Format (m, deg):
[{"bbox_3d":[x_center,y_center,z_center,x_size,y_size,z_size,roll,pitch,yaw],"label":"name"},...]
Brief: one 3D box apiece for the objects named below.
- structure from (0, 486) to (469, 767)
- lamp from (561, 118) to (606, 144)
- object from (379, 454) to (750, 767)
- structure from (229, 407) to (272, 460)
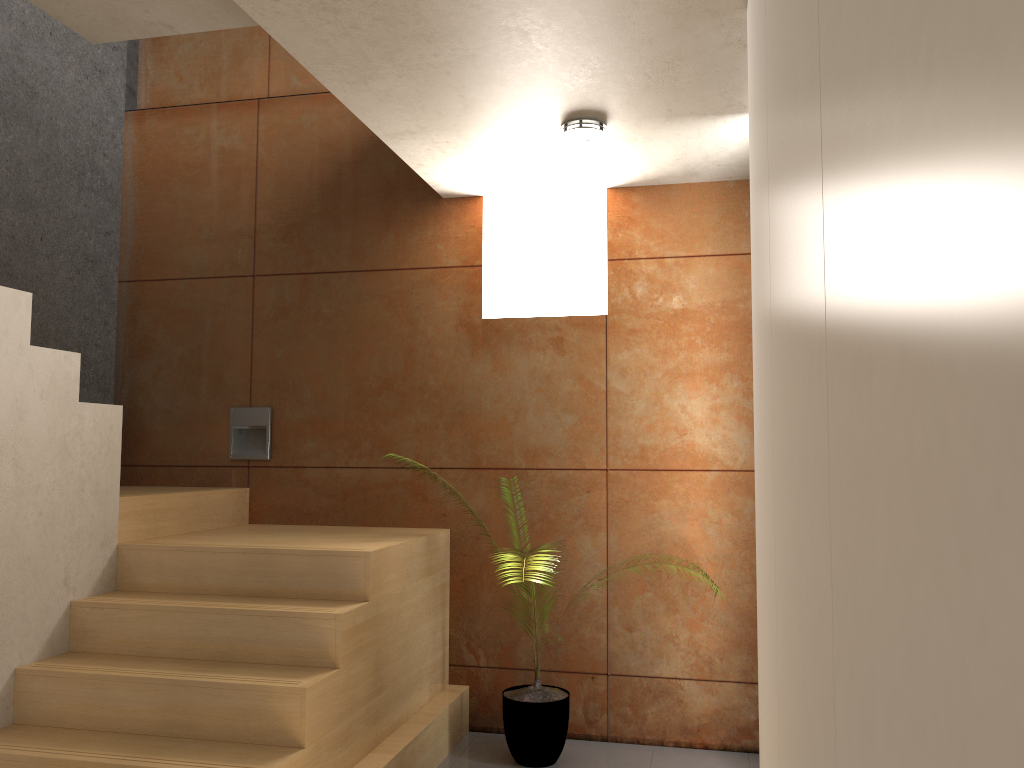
[{"bbox_3d":[-1.415,0.980,3.199,1.950,1.110,2.400,-1,-5,13],"label":"structure"},{"bbox_3d":[0.272,-0.962,3.376,0.173,0.044,0.173,-1,-5,18],"label":"lamp"},{"bbox_3d":[-0.891,0.835,1.342,4.200,1.455,6.200,-1,-5,13],"label":"object"},{"bbox_3d":[-1.308,0.252,4.496,0.220,0.260,0.096,-1,-5,13],"label":"structure"}]
